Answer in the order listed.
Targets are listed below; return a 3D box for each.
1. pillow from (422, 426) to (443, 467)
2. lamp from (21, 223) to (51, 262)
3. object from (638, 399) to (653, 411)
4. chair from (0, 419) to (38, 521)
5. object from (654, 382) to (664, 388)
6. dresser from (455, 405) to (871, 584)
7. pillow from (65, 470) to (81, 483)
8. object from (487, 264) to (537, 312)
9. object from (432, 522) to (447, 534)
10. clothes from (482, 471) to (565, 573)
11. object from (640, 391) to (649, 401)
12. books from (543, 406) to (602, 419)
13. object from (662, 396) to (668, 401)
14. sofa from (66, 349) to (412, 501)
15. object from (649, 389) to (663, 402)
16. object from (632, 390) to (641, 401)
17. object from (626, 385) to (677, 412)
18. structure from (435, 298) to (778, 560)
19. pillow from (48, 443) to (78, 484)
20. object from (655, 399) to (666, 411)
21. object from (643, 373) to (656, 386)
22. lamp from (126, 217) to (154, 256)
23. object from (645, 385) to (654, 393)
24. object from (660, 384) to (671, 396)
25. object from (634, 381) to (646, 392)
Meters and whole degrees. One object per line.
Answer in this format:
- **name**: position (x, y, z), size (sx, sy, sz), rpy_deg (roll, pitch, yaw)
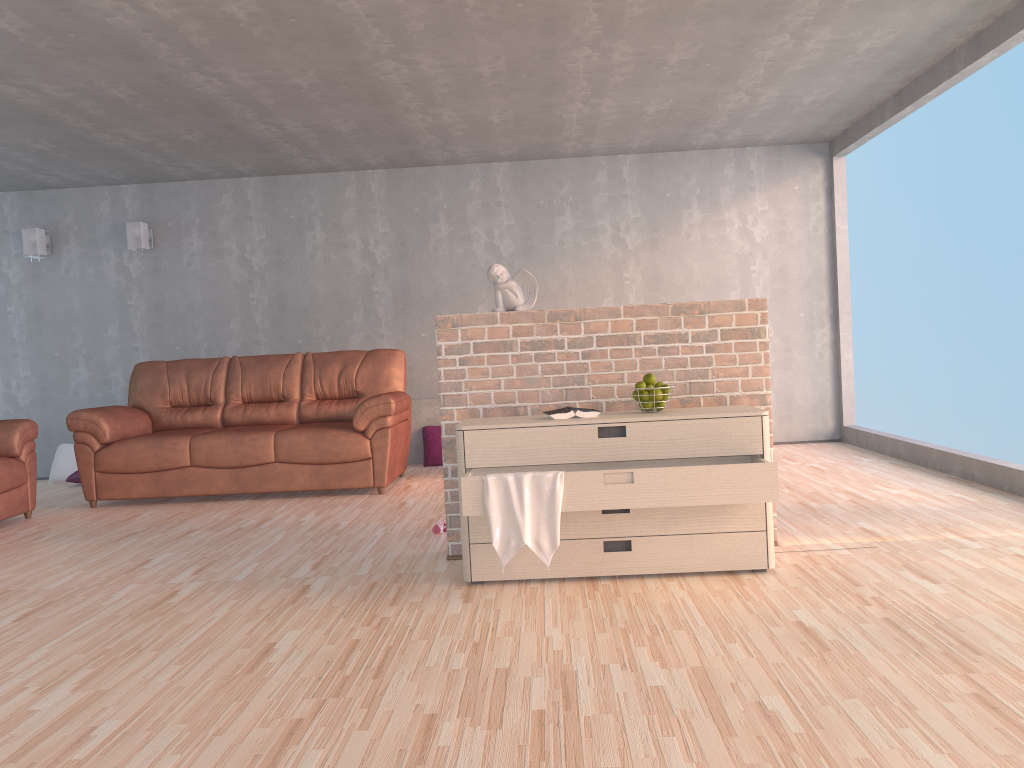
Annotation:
- **pillow**: position (-0.564, 0.504, 7.223), size (0.327, 0.326, 0.241), rpy_deg (-3, 2, -4)
- **lamp**: position (-4.008, -1.188, 7.461), size (0.165, 0.319, 0.168), rpy_deg (-3, 2, 2)
- **object**: position (0.536, 0.080, 3.551), size (0.059, 0.055, 0.060), rpy_deg (-5, 3, -43)
- **chair**: position (-3.473, 0.396, 5.205), size (0.936, 0.879, 0.970), rpy_deg (-3, 2, 1)
- **object**: position (0.593, 0.012, 3.559), size (0.043, 0.043, 0.039), rpy_deg (-3, 2, -12)
- **dresser**: position (0.642, 0.421, 3.426), size (1.686, 0.612, 0.605), rpy_deg (-3, 2, 2)
- **pillow**: position (-3.360, 0.732, 7.204), size (0.392, 0.130, 0.365), rpy_deg (-2, 2, 22)
- **object**: position (0.002, -0.421, 3.877), size (0.216, 0.218, 0.131), rpy_deg (-3, 2, 1)
- **object**: position (-0.319, 0.713, 4.418), size (0.078, 0.066, 0.192), rpy_deg (-1, 3, 38)
- **clothes**: position (0.056, 0.496, 3.161), size (0.325, 0.369, 0.097), rpy_deg (-3, 2, 3)
- **object**: position (0.527, 0.048, 3.513), size (0.038, 0.040, 0.039), rpy_deg (-3, 2, 11)
- **books**: position (0.236, 0.112, 3.513), size (0.209, 0.040, 0.146), rpy_deg (-3, 2, -8)
- **object**: position (0.608, 0.044, 3.581), size (0.053, 0.054, 0.053), rpy_deg (-1, 3, 38)
- **sofa**: position (-1.826, 0.251, 6.250), size (2.202, 0.923, 0.981), rpy_deg (-3, 2, 2)
- **object**: position (0.568, 0.044, 3.511), size (0.057, 0.057, 0.057), rpy_deg (-2, 2, 35)
- **object**: position (0.504, 0.044, 3.550), size (0.046, 0.044, 0.046), rpy_deg (-3, 2, -2)
- **object**: position (0.562, 0.062, 3.561), size (0.202, 0.104, 0.202), rpy_deg (-3, 2, -4)
- **structure**: position (0.403, 0.194, 3.890), size (1.422, 1.057, 0.211), rpy_deg (-3, 2, 2)
- **pillow**: position (-3.655, 0.660, 7.365), size (0.327, 0.326, 0.241), rpy_deg (-3, 2, 6)
- **object**: position (0.591, 0.083, 3.544), size (0.046, 0.048, 0.048), rpy_deg (-3, 2, -9)
- **object**: position (0.552, -0.016, 3.565), size (0.054, 0.056, 0.054), rpy_deg (-3, 2, 2)
- **lamp**: position (-3.125, -1.233, 7.432), size (0.165, 0.319, 0.177), rpy_deg (-3, 2, 2)
- **object**: position (0.547, 0.021, 3.538), size (0.039, 0.038, 0.039), rpy_deg (-2, 2, 31)
- **object**: position (0.609, 0.024, 3.520), size (0.047, 0.047, 0.046), rpy_deg (-1, 3, 40)
- **object**: position (0.510, 0.011, 3.524), size (0.046, 0.045, 0.046), rpy_deg (-3, 2, 1)
